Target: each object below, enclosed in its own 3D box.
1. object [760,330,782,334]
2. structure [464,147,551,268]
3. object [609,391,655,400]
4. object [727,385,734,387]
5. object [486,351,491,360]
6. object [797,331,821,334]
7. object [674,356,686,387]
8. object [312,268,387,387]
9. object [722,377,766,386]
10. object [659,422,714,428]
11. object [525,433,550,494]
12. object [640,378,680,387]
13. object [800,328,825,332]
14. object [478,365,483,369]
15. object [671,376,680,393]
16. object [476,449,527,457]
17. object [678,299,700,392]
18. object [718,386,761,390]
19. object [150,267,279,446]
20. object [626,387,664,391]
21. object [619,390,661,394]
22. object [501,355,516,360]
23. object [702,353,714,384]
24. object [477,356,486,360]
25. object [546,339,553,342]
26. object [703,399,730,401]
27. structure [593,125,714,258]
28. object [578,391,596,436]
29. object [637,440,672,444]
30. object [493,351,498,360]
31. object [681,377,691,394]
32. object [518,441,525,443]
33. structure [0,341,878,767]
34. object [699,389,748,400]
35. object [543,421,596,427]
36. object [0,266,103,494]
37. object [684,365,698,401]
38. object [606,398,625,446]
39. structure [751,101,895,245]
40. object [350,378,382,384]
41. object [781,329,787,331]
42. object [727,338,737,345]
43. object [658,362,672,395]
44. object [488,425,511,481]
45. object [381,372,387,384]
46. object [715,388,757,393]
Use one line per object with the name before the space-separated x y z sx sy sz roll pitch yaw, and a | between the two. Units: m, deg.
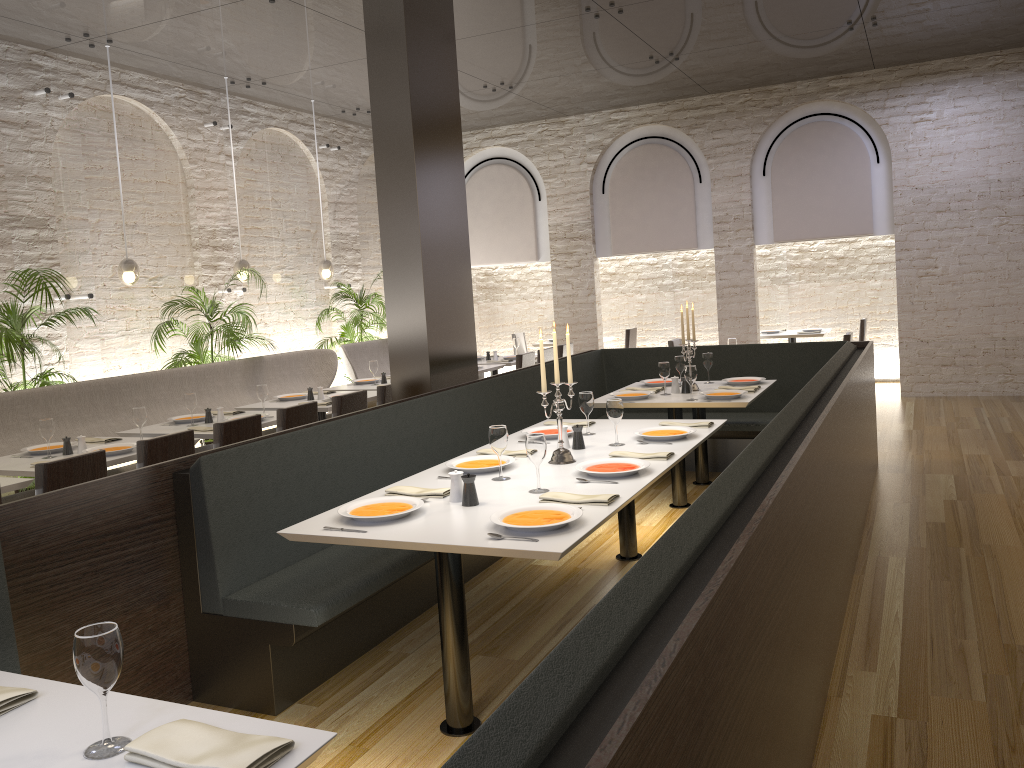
object | 3.480 -0.701 11.935 0.322 0.036 0.322 -7 7 -30
structure | -0.205 -2.538 12.688 1.632 1.670 0.098 -1 4 25
object | 0.837 0.084 6.182 0.321 0.036 0.323 -4 6 1
object | 1.645 0.013 6.426 0.181 0.015 0.038 -1 6 26
object | -0.280 -0.336 10.454 0.059 0.109 0.059 -6 5 -29
object | 3.814 -0.657 11.382 0.273 0.033 0.143 -1 7 25
object | 1.268 -0.095 6.662 0.087 0.230 0.086 -6 5 -29
object | -1.792 -0.426 10.713 1.145 1.969 1.192 -3 4 6
object | 1.723 -0.017 6.587 0.322 0.036 0.322 -6 6 -16
object | 0.959 0.222 4.872 0.273 0.033 0.143 -1 7 25
object | 0.101 0.315 3.531 0.086 0.230 0.086 -5 4 -23
object | 1.149 -0.008 6.857 0.321 0.036 0.323 -1 6 21
object | 3.966 -0.708 11.707 0.322 0.036 0.322 -7 7 -30
object | -0.461 -0.168 9.361 0.322 0.036 0.322 -7 7 -27
object | 1.166 0.005 6.326 0.069 0.126 0.069 -6 5 -23
object | -0.024 0.339 4.385 0.273 0.033 0.143 -1 7 25
object | 1.272 -0.279 6.369 0.131 0.655 0.391 -1 5 36
object | 1.616 0.028 6.292 0.273 0.033 0.143 -1 7 25
object | -2.837 -0.122 8.492 1.147 1.969 1.190 -6 5 -24
object | 0.996 0.038 6.588 0.273 0.033 0.143 -1 7 25
object | 0.931 0.057 6.448 0.273 0.033 0.143 -1 7 25
object | 0.016 -0.309 10.392 0.322 0.036 0.322 -7 7 -27
object | 1.498 -0.120 6.761 0.086 0.230 0.086 -4 4 -5
object | -0.470 -0.302 10.621 0.322 0.036 0.322 -7 7 -27
object | 0.671 -0.655 13.245 0.322 0.036 0.322 -7 7 -30
object | 1.332 0.105 5.750 0.181 0.015 0.038 -1 6 26
structure | 1.843 -2.571 11.734 1.632 1.670 0.098 -1 4 25
object | 0.406 0.160 4.801 0.086 0.230 0.087 -1 5 37
object | 0.706 0.290 4.397 0.181 0.015 0.038 -1 6 26
object | -0.197 -0.343 10.465 0.059 0.109 0.059 -6 5 -29
object | 1.228 0.007 6.270 0.069 0.126 0.069 -6 5 -23
object | 0.118 0.305 4.647 0.185 0.010 0.017 -1 6 25
structure | -0.438 0.817 2.668 2.370 0.998 10.788 -1 7 25
object | 1.411 0.075 5.912 0.321 0.036 0.323 -4 6 1
object | 0.336 0.232 5.162 0.273 0.033 0.143 -1 7 25
object | -3.677 0.127 6.673 1.191 1.969 1.146 -7 5 -34
object | 1.189 -0.007 5.883 0.087 0.230 0.086 -6 5 -29
object | 0.518 0.191 4.433 0.086 0.230 0.087 -1 5 37
structure | 3.763 -2.602 10.838 1.632 1.670 0.098 -1 4 25
object | -1.409 -0.025 8.593 0.322 0.036 0.322 -7 7 -27
object | 3.639 -0.736 12.237 0.273 0.033 0.143 -1 7 25
object | 2.041 -0.308 8.196 0.086 0.230 0.086 -7 5 -35
object | 1.077 -0.038 6.251 0.087 0.230 0.086 -6 5 -29
object | -0.054 0.295 3.807 0.086 0.230 0.087 -2 4 25
object | -1.219 -0.059 8.425 0.059 0.109 0.059 -6 5 -29
object | 1.552 0.047 6.152 0.273 0.033 0.143 -1 7 25
